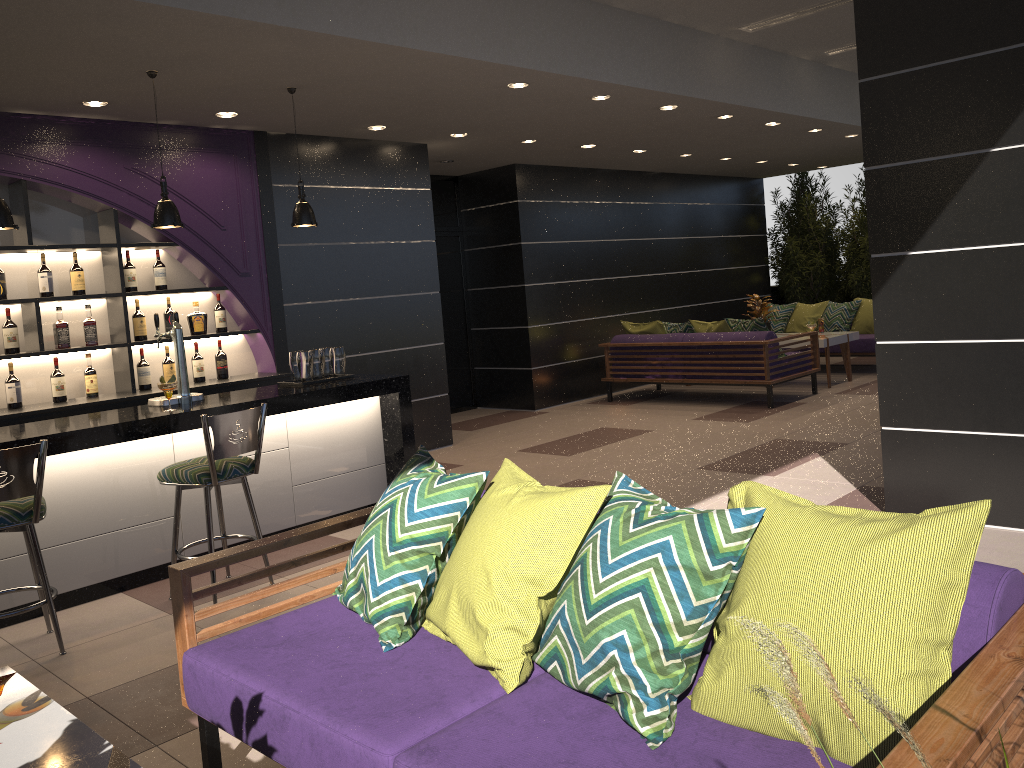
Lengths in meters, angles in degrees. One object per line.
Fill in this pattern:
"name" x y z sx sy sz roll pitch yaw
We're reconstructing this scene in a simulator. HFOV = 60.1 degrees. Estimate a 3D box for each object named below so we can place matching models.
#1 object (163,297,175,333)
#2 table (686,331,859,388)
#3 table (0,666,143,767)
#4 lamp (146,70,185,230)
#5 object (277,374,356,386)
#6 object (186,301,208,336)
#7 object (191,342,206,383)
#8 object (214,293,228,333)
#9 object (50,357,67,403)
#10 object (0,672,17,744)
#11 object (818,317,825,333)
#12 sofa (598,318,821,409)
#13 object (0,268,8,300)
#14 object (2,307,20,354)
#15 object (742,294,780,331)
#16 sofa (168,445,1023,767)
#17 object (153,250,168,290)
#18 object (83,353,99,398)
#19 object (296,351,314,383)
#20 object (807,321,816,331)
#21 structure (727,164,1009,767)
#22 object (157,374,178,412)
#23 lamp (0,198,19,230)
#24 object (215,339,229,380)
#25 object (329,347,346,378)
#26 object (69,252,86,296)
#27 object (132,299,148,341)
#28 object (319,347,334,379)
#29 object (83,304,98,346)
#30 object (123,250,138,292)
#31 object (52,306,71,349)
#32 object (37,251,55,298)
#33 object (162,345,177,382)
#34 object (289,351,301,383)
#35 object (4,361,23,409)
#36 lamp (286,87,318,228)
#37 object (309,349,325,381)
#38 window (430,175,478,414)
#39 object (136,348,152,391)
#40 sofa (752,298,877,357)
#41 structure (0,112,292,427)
"object" -2.458 -0.479 6.364 0.086 0.296 0.086 -5 3 3
"table" 3.040 -0.297 10.775 2.036 0.552 0.945 1 8 44
"table" -0.868 1.079 1.236 2.036 0.552 0.945 1 8 44
"lamp" -1.959 -1.301 4.928 0.163 0.862 0.163 -5 3 -3
"object" -1.281 -0.028 5.818 0.272 0.018 0.439 1 9 44
"object" -2.317 -0.483 6.515 0.152 0.247 0.094 -7 4 -27
"object" -2.318 -0.161 6.531 0.086 0.297 0.086 -5 3 3
"object" -2.200 -0.534 6.666 0.086 0.297 0.086 -5 3 3
"object" -2.994 -0.029 5.836 0.086 0.297 0.086 -5 3 3
"object" -0.907 0.542 1.217 0.426 0.525 0.430 -7 5 -33
"object" 3.687 -0.698 10.541 0.067 0.189 0.084 -6 4 -20
"sofa" 2.155 -0.300 9.810 2.125 0.916 1.124 1 7 44
"object" -3.266 -0.675 5.619 0.086 0.296 0.086 -5 3 3
"object" -3.198 -0.338 5.639 0.086 0.297 0.086 -5 3 3
"object" 2.999 -0.832 10.746 0.426 0.525 0.430 -7 5 -28
"sofa" 0.120 0.700 2.268 2.125 0.916 1.124 1 7 44
"object" -2.538 -0.818 6.373 0.086 0.297 0.086 -5 3 3
"object" -2.869 -0.060 6.022 0.080 0.299 0.080 -8 4 -43
"object" -1.322 -0.105 5.672 0.106 0.208 0.105 -8 5 -40
"object" 3.400 -0.622 10.034 0.106 0.196 0.106 -6 4 -17
"structure" -1.330 -0.401 3.275 7.814 3.111 24.835 1 8 44
"object" -1.846 0.046 4.756 0.106 0.196 0.106 -6 4 -17
"lamp" -2.555 -1.184 4.315 0.163 0.862 0.163 -5 3 -3
"object" -2.186 -0.186 6.651 0.086 0.298 0.086 -5 3 3
"object" -1.147 -0.138 5.846 0.106 0.208 0.105 -8 5 -40
"object" -2.933 -0.740 5.966 0.086 0.298 0.086 -5 3 3
"object" -2.613 -0.447 6.201 0.086 0.298 0.086 -5 3 3
"object" -1.234 -0.139 5.921 0.106 0.208 0.105 -8 5 -40
"object" -2.863 -0.399 6.002 0.083 0.281 0.083 -6 3 -25
"object" -2.691 -0.790 6.225 0.086 0.297 0.086 -5 3 3
"object" -3.001 -0.375 5.887 0.083 0.281 0.083 -2 4 45
"object" -3.071 -0.721 5.822 0.087 0.314 0.104 -7 4 -40
"object" -2.461 -0.128 6.346 0.086 0.298 0.086 -5 3 3
"object" -1.391 -0.108 5.756 0.106 0.208 0.105 -8 5 -40
"object" -3.177 0.002 5.636 0.087 0.314 0.104 -7 4 -40
"lamp" -1.343 -1.422 5.561 0.163 0.862 0.163 -5 3 -3
"object" -1.273 -0.122 5.792 0.106 0.208 0.105 -8 5 -40
"window" -4.298 -0.287 6.141 1.940 2.750 11.596 -1 7 44
"object" -2.597 -0.105 6.237 0.086 0.297 0.086 -5 3 3
"sofa" 4.013 -0.648 11.570 2.125 0.916 1.124 1 7 44
"structure" -3.417 -0.265 5.280 0.530 2.751 4.650 -2 6 44
